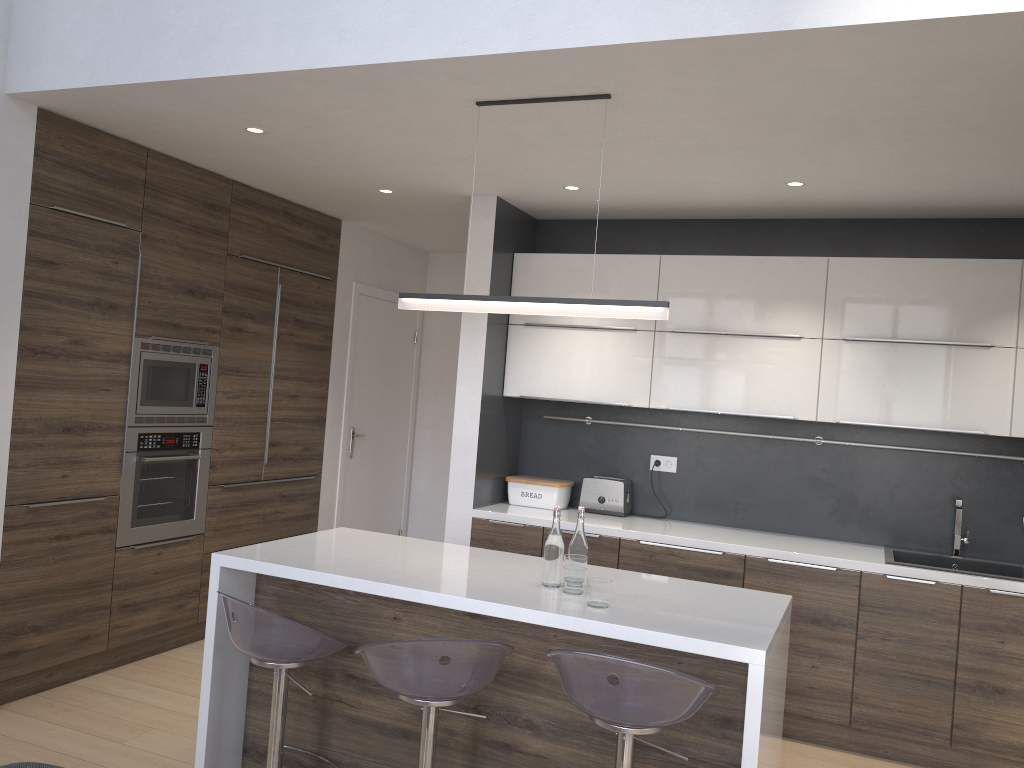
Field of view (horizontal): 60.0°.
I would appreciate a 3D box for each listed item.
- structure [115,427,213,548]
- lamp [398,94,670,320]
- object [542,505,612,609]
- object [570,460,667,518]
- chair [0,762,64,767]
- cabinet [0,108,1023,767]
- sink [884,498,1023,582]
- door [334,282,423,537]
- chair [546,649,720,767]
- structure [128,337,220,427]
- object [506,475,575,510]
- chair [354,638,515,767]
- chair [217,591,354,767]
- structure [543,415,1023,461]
[{"bbox_3d":[-1.927,0.488,4.544,0.495,0.570,0.595,4,-1,22],"label":"structure"},{"bbox_3d":[0.074,-0.618,3.071,0.998,0.756,0.020,4,-1,22],"label":"lamp"},{"bbox_3d":[0.209,0.538,2.807,0.148,0.267,0.323,5,-1,-13],"label":"object"},{"bbox_3d":[0.576,0.560,4.865,0.562,0.319,0.191,4,-1,23],"label":"object"},{"bbox_3d":[-0.780,0.982,0.984,0.655,0.891,0.619,4,-1,24],"label":"chair"},{"bbox_3d":[0.476,0.299,3.727,4.694,2.501,2.402,4,-1,22],"label":"cabinet"},{"bbox_3d":[2.035,0.791,4.034,0.626,0.518,0.512,4,-1,22],"label":"sink"},{"bbox_3d":[-0.949,0.403,6.334,0.085,2.136,0.974,4,-1,22],"label":"door"},{"bbox_3d":[0.301,1.105,2.418,0.475,0.838,0.434,4,-1,20],"label":"chair"},{"bbox_3d":[-1.905,-0.012,4.555,0.459,0.430,0.595,4,-1,22],"label":"structure"},{"bbox_3d":[0.154,0.612,4.995,0.380,0.148,0.263,4,-1,22],"label":"object"},{"bbox_3d":[-0.252,1.090,2.646,0.475,0.787,0.434,5,-1,-15],"label":"chair"},{"bbox_3d":[-0.754,1.053,2.873,0.475,0.787,0.434,4,-1,40],"label":"chair"},{"bbox_3d":[1.571,0.291,4.543,3.000,0.045,0.050,4,-1,22],"label":"structure"}]
